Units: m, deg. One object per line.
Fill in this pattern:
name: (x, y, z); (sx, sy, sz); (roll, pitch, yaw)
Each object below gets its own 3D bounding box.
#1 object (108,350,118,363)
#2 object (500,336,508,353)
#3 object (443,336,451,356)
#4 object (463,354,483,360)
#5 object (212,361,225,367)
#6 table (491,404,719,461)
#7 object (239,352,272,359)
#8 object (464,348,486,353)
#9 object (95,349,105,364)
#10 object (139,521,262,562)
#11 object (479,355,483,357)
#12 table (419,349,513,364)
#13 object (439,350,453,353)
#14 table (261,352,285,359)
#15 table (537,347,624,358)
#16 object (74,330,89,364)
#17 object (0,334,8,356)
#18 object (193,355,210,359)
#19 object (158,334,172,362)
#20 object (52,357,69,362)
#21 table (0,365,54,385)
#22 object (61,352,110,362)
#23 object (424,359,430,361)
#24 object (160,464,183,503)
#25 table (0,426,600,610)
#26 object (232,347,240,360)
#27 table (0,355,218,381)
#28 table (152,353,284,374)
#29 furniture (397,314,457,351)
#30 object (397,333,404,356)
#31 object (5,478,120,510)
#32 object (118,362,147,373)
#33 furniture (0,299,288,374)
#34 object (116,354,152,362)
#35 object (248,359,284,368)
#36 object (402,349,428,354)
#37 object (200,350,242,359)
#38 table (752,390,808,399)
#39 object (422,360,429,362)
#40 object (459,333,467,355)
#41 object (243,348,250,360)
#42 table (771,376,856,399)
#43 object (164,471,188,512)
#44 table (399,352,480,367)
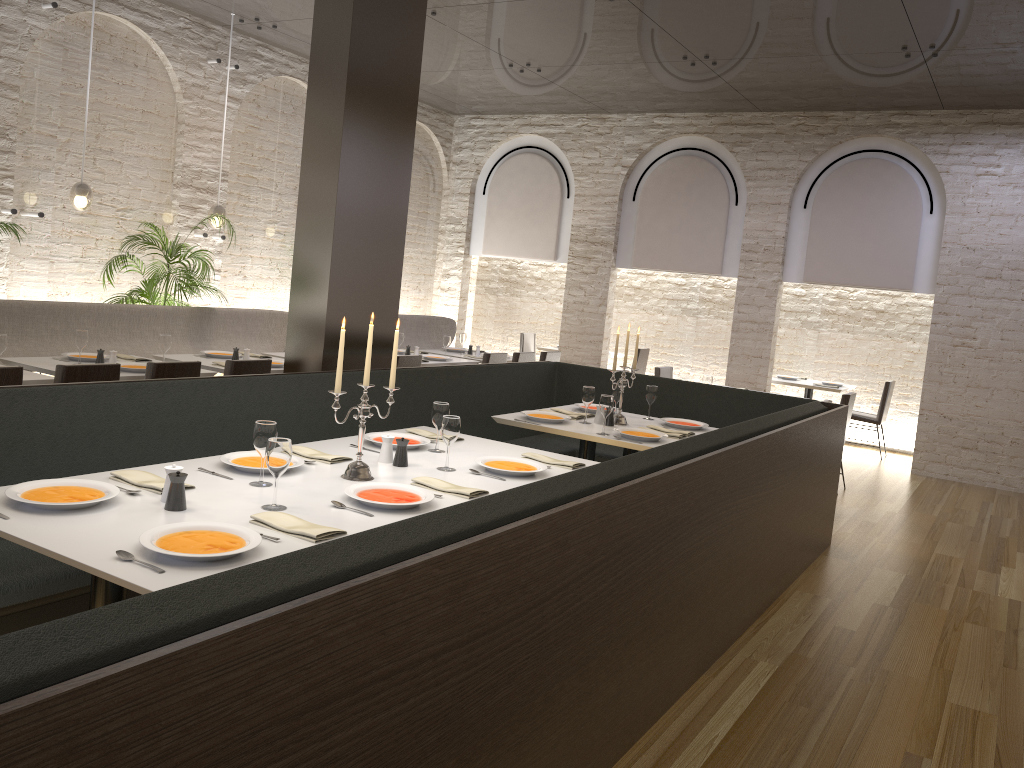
object: (-2.676, -0.174, 5.942); (0.059, 0.109, 0.059); (8, 5, 22)
object: (-0.099, -0.425, 10.010); (0.086, 0.230, 0.087); (3, 5, -30)
object: (-0.670, -0.375, 9.038); (0.086, 0.230, 0.087); (3, 5, -30)
object: (-0.365, -0.283, 9.449); (0.273, 0.033, 0.143); (9, 7, 30)
object: (-2.069, -0.134, 6.551); (0.273, 0.033, 0.143); (9, 7, 30)
table: (0.603, 0.626, 5.694); (1.103, 0.758, 1.189); (9, 7, 30)
object: (-2.156, -0.239, 7.418); (0.273, 0.033, 0.143); (9, 7, 30)
object: (-0.452, -0.389, 10.316); (0.273, 0.033, 0.143); (9, 7, 30)
object: (-2.759, -0.182, 5.938); (0.059, 0.109, 0.059); (8, 5, 22)
object: (-0.856, 0.441, 2.443); (0.321, 0.036, 0.323); (6, 6, 6)
object: (-0.279, -0.291, 9.603); (0.182, 0.015, 0.038); (10, 7, 31)
table: (-0.447, 0.047, 9.921); (0.938, 0.758, 1.011); (9, 6, 30)
object: (-0.738, -0.365, 9.874); (0.185, 0.010, 0.017); (10, 7, 30)
table: (-1.584, 0.147, 7.987); (0.938, 0.758, 1.011); (9, 6, 30)
table: (0.951, -0.090, 12.430); (0.938, 0.758, 1.011); (9, 6, 30)
object: (-2.843, -0.240, 5.841); (0.086, 0.230, 0.087); (4, 4, -18)
object: (-2.971, -0.173, 5.125); (0.087, 0.230, 0.086); (9, 5, 36)
object: (-2.442, -0.216, 6.976); (0.185, 0.010, 0.017); (10, 7, 30)
object: (-2.396, -0.224, 6.104); (0.086, 0.230, 0.087); (4, 4, -18)
object: (-3.036, -0.164, 5.967); (0.185, 0.010, 0.017); (10, 7, 30)
table: (-3.333, 0.300, 5.012); (0.938, 0.758, 1.011); (9, 6, 30)
object: (-2.938, -0.181, 6.122); (0.322, 0.036, 0.322); (7, 6, 8)
object: (-0.857, -0.240, 8.620); (0.182, 0.015, 0.038); (10, 7, 31)
object: (-1.105, 0.324, 2.886); (0.069, 0.126, 0.069); (2, 6, -37)
table: (-0.692, 0.740, 3.491); (1.103, 0.757, 2.540); (9, 7, 30)
object: (-2.165, -0.234, 6.948); (0.059, 0.109, 0.059); (8, 5, 22)
table: (-2.744, 0.249, 6.013); (0.938, 0.758, 1.011); (9, 6, 30)
table: (-2.151, 0.197, 7.023); (0.938, 0.758, 1.011); (9, 6, 30)
furniture: (-1.298, -0.208, 9.911); (0.709, 1.094, 2.586); (9, 7, 30)
object: (-1.118, -0.392, 8.775); (0.086, 0.230, 0.087); (3, 5, -30)
object: (-1.398, 0.350, 2.763); (0.322, 0.036, 0.322); (9, 7, 28)
object: (-2.479, -0.104, 5.850); (0.322, 0.036, 0.322); (7, 6, 8)
furniture: (-3.162, -0.045, 6.742); (0.710, 1.094, 4.479); (9, 7, 30)
object: (-2.750, -0.187, 6.408); (0.273, 0.033, 0.143); (9, 7, 30)
object: (-1.885, -0.156, 6.860); (0.322, 0.036, 0.322); (7, 6, 8)
object: (-1.030, -0.338, 9.333); (0.273, 0.033, 0.143); (9, 7, 30)
object: (-2.344, -0.233, 7.131); (0.322, 0.036, 0.322); (7, 6, 8)
table: (2.229, 0.476, 8.523); (0.938, 0.758, 1.011); (9, 6, 30)
object: (-0.943, -0.232, 8.466); (0.273, 0.033, 0.143); (9, 7, 30)
object: (-0.547, -0.442, 9.747); (0.086, 0.230, 0.087); (3, 5, -30)
object: (-2.082, -0.226, 6.952); (0.059, 0.109, 0.059); (8, 5, 22)
table: (3.606, 0.354, 10.872); (0.938, 0.758, 1.011); (9, 6, 30)
object: (-1.060, 0.338, 2.802); (0.068, 0.126, 0.069); (3, 5, -28)
table: (-1.025, 0.098, 8.938); (0.938, 0.758, 1.011); (9, 6, 30)
